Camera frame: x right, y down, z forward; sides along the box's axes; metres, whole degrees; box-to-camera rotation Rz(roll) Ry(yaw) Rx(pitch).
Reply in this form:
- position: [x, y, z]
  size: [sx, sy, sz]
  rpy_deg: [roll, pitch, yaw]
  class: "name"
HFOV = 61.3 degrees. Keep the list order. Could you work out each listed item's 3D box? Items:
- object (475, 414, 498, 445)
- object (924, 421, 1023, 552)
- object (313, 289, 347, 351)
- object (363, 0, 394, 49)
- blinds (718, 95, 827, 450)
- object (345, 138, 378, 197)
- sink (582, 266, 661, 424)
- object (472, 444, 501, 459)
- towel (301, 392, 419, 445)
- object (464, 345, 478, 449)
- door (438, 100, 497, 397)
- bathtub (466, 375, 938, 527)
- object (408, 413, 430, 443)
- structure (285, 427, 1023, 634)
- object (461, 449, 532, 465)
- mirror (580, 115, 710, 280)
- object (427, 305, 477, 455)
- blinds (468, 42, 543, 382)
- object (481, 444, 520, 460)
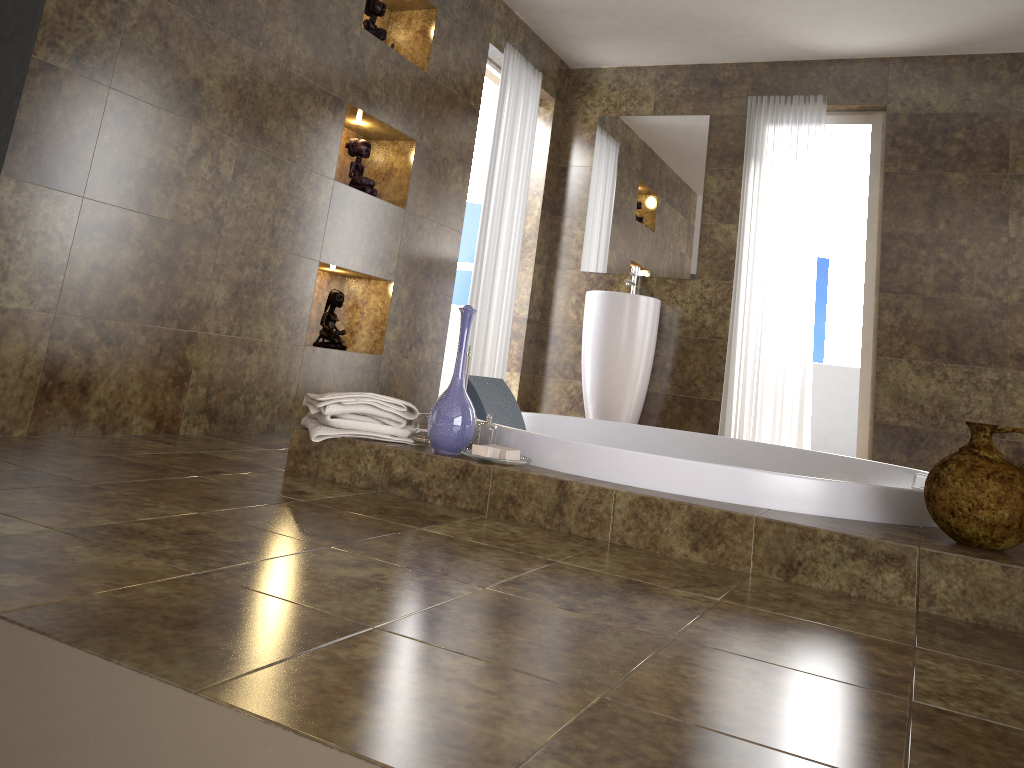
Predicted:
- position: [-0.073, 0.146, 2.497]
  size: [0.057, 0.119, 0.056]
  rpy_deg: [9, -9, -12]
  class: "object"
- position: [1.064, 0.227, 1.962]
  size: [0.230, 0.283, 0.223]
  rpy_deg: [8, -7, -2]
  class: "object"
- position: [-0.804, -0.296, 3.916]
  size: [0.153, 0.282, 0.145]
  rpy_deg: [3, -10, 26]
  class: "object"
- position: [-0.647, -1.747, 4.181]
  size: [0.153, 0.274, 0.117]
  rpy_deg: [3, -10, 26]
  class: "object"
- position: [1.567, -0.665, 5.153]
  size: [0.521, 2.330, 0.064]
  rpy_deg: [2, -12, 25]
  class: "blinds"
- position: [-0.707, -1.027, 4.091]
  size: [0.175, 0.293, 0.107]
  rpy_deg: [3, -11, 25]
  class: "object"
- position: [0.636, -0.192, 5.244]
  size: [0.460, 1.169, 0.420]
  rpy_deg: [2, -11, 28]
  class: "sink"
- position: [-0.069, 0.180, 2.290]
  size: [0.054, 0.035, 0.071]
  rpy_deg: [6, -2, 26]
  class: "object"
- position: [-0.461, 0.096, 2.603]
  size: [0.317, 0.154, 0.335]
  rpy_deg: [8, -1, -20]
  class: "towel"
- position: [-0.151, 0.037, 2.573]
  size: [0.130, 0.317, 0.125]
  rpy_deg: [1, -12, 33]
  class: "object"
- position: [-0.493, -0.895, 5.851]
  size: [0.966, 2.292, 0.038]
  rpy_deg: [5, -12, 15]
  class: "door"
- position: [0.666, 0.353, 2.960]
  size: [1.715, 0.538, 1.746]
  rpy_deg: [8, 0, -33]
  class: "bathtub"
- position: [-0.236, 0.141, 2.713]
  size: [0.170, 0.077, 0.165]
  rpy_deg: [7, -1, 7]
  class: "object"
- position: [0.667, 0.362, 2.959]
  size: [2.019, 0.127, 1.945]
  rpy_deg: [8, 1, 26]
  class: "structure"
- position: [-0.042, 0.202, 2.337]
  size: [0.191, 0.019, 0.184]
  rpy_deg: [8, 1, 15]
  class: "object"
- position: [0.868, -1.243, 5.656]
  size: [0.772, 1.123, 0.008]
  rpy_deg: [4, -12, 25]
  class: "mirror"
- position: [-0.151, -0.018, 2.439]
  size: [0.136, 0.432, 0.131]
  rpy_deg: [1, -12, 33]
  class: "object"
- position: [-0.053, -0.877, 5.135]
  size: [0.068, 2.343, 0.576]
  rpy_deg: [2, -12, 26]
  class: "blinds"
- position: [-0.033, 0.187, 2.348]
  size: [0.101, 0.033, 0.059]
  rpy_deg: [7, -2, 41]
  class: "object"
